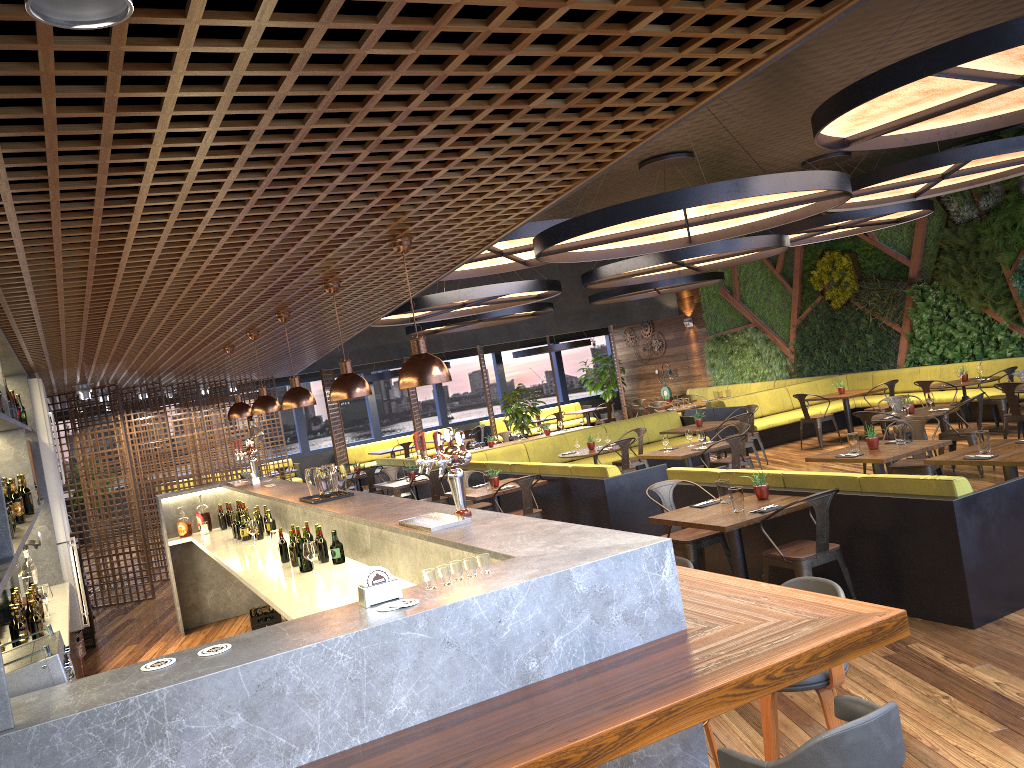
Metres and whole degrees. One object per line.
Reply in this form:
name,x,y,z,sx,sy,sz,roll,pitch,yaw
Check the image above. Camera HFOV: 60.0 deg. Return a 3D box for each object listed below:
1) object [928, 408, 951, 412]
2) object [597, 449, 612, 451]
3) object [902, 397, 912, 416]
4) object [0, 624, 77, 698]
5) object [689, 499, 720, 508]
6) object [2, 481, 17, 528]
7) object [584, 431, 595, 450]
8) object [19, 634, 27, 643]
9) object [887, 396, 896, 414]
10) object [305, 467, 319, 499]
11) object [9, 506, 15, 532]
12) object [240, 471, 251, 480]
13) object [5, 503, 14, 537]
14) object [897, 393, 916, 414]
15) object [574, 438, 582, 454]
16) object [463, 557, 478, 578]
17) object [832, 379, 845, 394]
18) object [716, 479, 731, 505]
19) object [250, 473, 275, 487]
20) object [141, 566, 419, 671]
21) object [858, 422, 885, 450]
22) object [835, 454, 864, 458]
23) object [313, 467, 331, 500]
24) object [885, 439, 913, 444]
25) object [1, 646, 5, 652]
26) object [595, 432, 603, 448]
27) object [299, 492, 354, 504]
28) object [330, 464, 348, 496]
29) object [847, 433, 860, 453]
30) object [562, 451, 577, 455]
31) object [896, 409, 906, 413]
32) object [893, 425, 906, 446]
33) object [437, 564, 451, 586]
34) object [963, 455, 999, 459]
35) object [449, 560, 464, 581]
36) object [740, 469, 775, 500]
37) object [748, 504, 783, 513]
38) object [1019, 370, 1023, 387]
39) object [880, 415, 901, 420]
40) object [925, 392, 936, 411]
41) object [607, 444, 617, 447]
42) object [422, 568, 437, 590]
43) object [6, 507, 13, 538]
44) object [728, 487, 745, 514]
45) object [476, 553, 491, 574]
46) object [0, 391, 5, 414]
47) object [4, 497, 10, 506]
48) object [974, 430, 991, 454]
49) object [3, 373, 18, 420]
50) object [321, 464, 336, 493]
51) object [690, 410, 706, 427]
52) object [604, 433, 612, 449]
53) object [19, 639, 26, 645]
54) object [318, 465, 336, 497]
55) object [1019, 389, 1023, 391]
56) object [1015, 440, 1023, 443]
object,4.893,0.299,10.171,0.255,0.019,0.157,-9,1,41
object,1.259,0.894,12.105,0.157,0.019,0.255,-10,1,-20
object,4.549,0.262,10.208,0.097,0.206,0.097,-9,1,35
object,-1.349,1.014,2.540,0.550,0.569,0.355,-10,1,-27
object,1.512,0.919,6.868,0.255,0.019,0.157,-10,1,-27
object,-2.659,0.635,4.660,0.063,0.254,0.063,-9,1,15
object,1.091,0.787,12.444,0.238,0.271,0.260,-10,1,-5
object,-2.278,1.301,4.163,0.063,0.254,0.063,-10,1,-35
object,4.562,0.254,10.646,0.097,0.206,0.097,-10,1,-20
object,-1.345,0.675,6.027,0.105,0.209,0.105,-10,1,8
object,-2.520,0.631,4.379,0.088,0.224,0.088,-10,1,-12
object,-2.675,0.922,9.002,0.177,0.091,0.091,-9,1,38
object,-2.374,0.594,4.128,0.063,0.254,0.063,-10,1,-40
object,4.635,0.209,10.388,0.260,0.271,0.238,-10,1,12
object,0.907,0.857,12.291,0.097,0.206,0.097,-9,1,15
object,-0.131,0.587,2.836,0.042,0.059,0.042,-10,1,-29
object,5.356,0.031,14.479,0.260,0.271,0.238,-10,1,12
object,1.614,0.822,6.748,0.102,0.178,0.102,-10,1,-41
object,-2.205,0.847,8.011,0.200,0.106,0.766,-10,1,-27
object,-0.649,0.656,2.516,0.766,0.106,0.200,-10,1,-27
object,3.305,0.467,8.168,0.238,0.271,0.260,-10,1,12
object,3.037,0.643,8.026,0.157,0.019,0.255,-10,1,-27
object,-1.240,0.660,5.824,0.105,0.209,0.105,-10,1,8
object,3.635,0.537,8.296,0.157,0.019,0.255,-10,1,-27
object,-2.286,1.304,4.005,0.063,0.254,0.063,-9,1,16
object,1.231,0.797,12.629,0.097,0.206,0.097,-10,1,12
object,-1.246,0.756,5.941,0.273,0.019,0.437,-10,1,-27
object,-1.140,0.642,5.862,0.105,0.209,0.105,-10,1,8
object,3.140,0.542,8.142,0.102,0.178,0.102,-9,1,29
object,0.823,0.965,12.434,0.255,0.019,0.157,-10,1,6
object,4.733,0.319,10.721,0.157,0.019,0.255,-9,1,16
object,3.558,0.471,8.133,0.102,0.178,0.102,-10,1,-21
object,-0.211,0.601,2.788,0.042,0.059,0.042,-10,1,-29
object,3.612,0.560,6.872,0.157,0.019,0.255,-10,1,-27
object,-0.176,0.594,2.824,0.042,0.059,0.042,-10,1,-29
object,1.872,0.732,6.688,0.238,0.271,0.260,-10,1,-22
object,1.779,0.881,6.260,0.255,0.019,0.157,-10,1,-27
object,6.427,-0.071,11.146,0.097,0.206,0.097,-10,1,-11
object,4.404,0.382,10.271,0.255,0.019,0.157,-10,1,-28
object,4.878,0.204,10.344,0.097,0.206,0.097,-9,1,15
object,1.403,0.864,12.557,0.255,0.019,0.157,-10,1,-24
object,-0.256,0.609,2.766,0.042,0.059,0.042,-10,1,-29
object,-2.329,0.587,4.038,0.063,0.254,0.063,-9,1,35
object,1.606,0.829,6.324,0.102,0.178,0.102,-10,1,9
object,-0.090,0.579,2.856,0.042,0.059,0.042,-10,1,-29
object,-2.566,0.054,4.391,0.068,0.217,0.068,-10,1,-42
object,-2.605,0.628,4.534,0.063,0.254,0.063,-10,1,-9
object,3.715,0.460,6.988,0.102,0.178,0.102,-9,1,39
object,-3.238,0.094,5.683,0.084,0.330,0.084,-10,1,-20
object,-1.247,0.657,6.085,0.105,0.209,0.105,-10,1,8
object,2.768,0.491,13.144,0.260,0.271,0.238,-10,1,8
object,1.326,0.786,12.256,0.097,0.206,0.097,-10,1,-2
object,-2.210,1.291,4.043,0.063,0.254,0.063,-10,1,1
object,-1.236,0.657,5.948,0.105,0.209,0.105,-10,1,8
object,6.293,0.052,10.755,0.255,0.019,0.157,-10,1,-28
object,4.210,0.454,7.142,0.157,0.019,0.255,-10,1,-27
